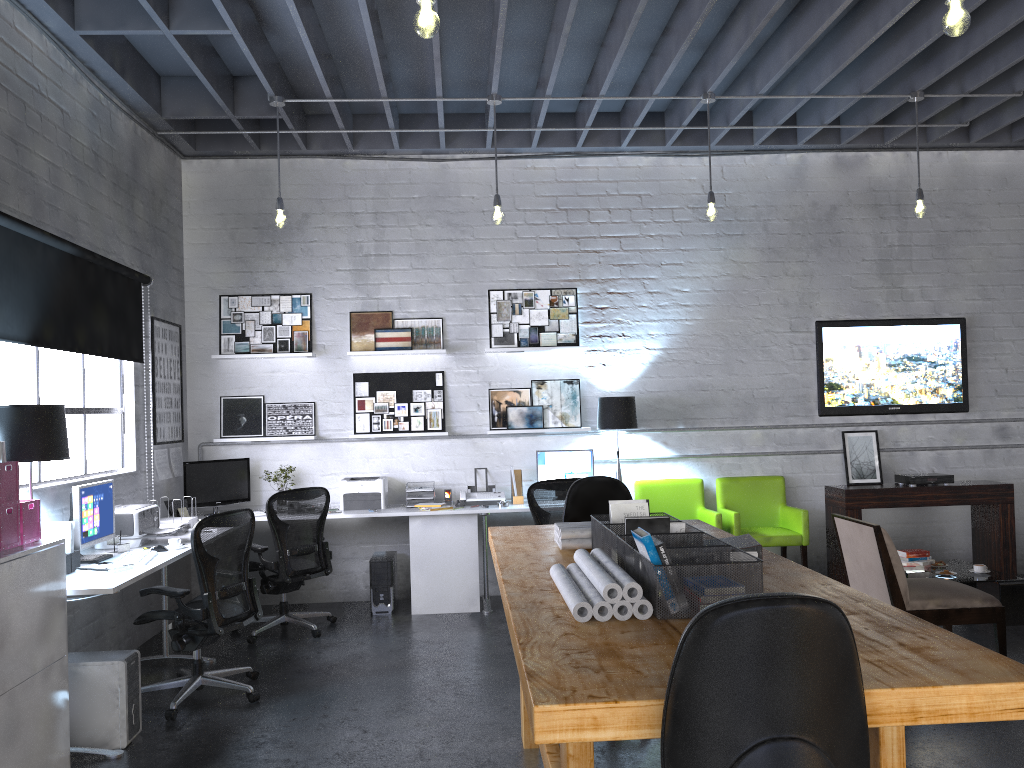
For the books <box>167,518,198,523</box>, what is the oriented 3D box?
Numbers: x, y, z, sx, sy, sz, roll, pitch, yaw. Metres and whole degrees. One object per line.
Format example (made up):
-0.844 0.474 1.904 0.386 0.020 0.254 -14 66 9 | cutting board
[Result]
-2.361 0.949 6.144 0.297 0.006 0.210 -2 -2 -1 | books

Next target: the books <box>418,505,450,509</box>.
-0.602 0.946 6.837 0.211 0.014 0.148 -1 -2 -29 | books

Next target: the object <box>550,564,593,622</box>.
0.180 0.651 2.806 0.057 0.058 0.635 -2 -2 -3 | object

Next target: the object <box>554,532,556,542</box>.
0.451 0.675 3.980 0.519 0.047 0.047 -2 -1 -3 | object

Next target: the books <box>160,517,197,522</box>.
-2.363 0.939 6.149 0.297 0.006 0.210 -2 -2 -3 | books

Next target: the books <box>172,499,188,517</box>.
-2.419 0.910 6.464 0.017 0.121 0.184 -2 -1 11 | books

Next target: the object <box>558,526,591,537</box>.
0.459 0.630 3.819 0.519 0.047 0.046 -2 -1 -3 | object

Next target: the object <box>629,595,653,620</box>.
0.351 0.647 2.816 0.058 0.057 0.635 -2 -2 -3 | object

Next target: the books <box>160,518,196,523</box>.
-2.363 0.944 6.144 0.297 0.006 0.210 -2 -2 -4 | books

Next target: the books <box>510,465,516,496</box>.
0.012 0.810 7.172 0.036 0.296 0.210 -2 -1 -3 | books

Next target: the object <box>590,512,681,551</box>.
0.495 0.616 3.565 0.316 0.156 0.306 -2 -2 -3 | object

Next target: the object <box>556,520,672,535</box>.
0.454 0.633 3.911 0.519 0.047 0.046 -2 -1 -3 | object

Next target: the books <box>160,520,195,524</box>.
-2.363 0.955 6.144 0.297 0.006 0.210 -2 -2 -3 | books

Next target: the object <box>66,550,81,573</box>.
-2.297 0.838 4.450 0.209 0.207 0.104 -2 -1 -4 | object

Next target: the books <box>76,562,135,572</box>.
-2.008 0.903 4.384 0.212 0.010 0.170 -2 -2 23 | books

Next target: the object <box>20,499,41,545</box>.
-2.174 0.595 3.814 0.214 0.177 0.161 -2 -1 -3 | object

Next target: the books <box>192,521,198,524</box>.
-2.362 0.970 6.149 0.297 0.006 0.210 -2 -2 -3 | books

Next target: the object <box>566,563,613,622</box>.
0.237 0.650 2.810 0.058 0.057 0.635 -2 -2 -3 | object

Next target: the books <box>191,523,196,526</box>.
-2.363 0.981 6.145 0.297 0.006 0.210 -2 -2 -4 | books

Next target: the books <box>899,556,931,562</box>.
2.937 1.273 6.500 0.208 0.024 0.144 -1 -2 -18 | books

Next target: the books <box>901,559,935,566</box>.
2.948 1.297 6.496 0.161 0.026 0.223 0 -2 -34 | books

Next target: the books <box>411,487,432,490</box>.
-0.739 0.842 7.160 0.134 0.008 0.203 -1 -2 -20 | books

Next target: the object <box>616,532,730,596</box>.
0.531 0.596 2.951 0.316 0.156 0.306 -2 -2 -3 | object

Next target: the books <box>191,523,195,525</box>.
-2.362 0.975 6.144 0.297 0.006 0.210 -1 -2 -5 | books

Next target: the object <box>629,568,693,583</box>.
0.527 0.630 2.948 0.234 0.022 0.185 -1 -2 -10 | object

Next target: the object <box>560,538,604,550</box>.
0.464 0.668 3.748 0.519 0.047 0.047 -2 -1 -3 | object

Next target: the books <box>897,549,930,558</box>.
2.935 1.240 6.493 0.185 0.041 0.129 -1 -2 -9 | books

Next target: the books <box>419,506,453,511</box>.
-0.585 0.960 6.850 0.211 0.014 0.148 0 -2 -39 | books

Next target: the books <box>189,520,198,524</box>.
-2.362 0.965 6.149 0.297 0.006 0.210 -2 -2 -3 | books

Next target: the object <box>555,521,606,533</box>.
0.451 0.634 3.958 0.519 0.047 0.046 -2 -1 -3 | object

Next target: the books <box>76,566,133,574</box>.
-2.012 0.914 4.380 0.209 0.012 0.158 -2 -2 20 | books

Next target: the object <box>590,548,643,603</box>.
0.321 0.598 2.815 0.057 0.057 0.635 -2 -2 -3 | object

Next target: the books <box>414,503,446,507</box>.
-0.628 0.933 6.833 0.211 0.014 0.148 -2 -2 11 | books

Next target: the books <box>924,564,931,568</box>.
2.922 1.326 6.499 0.223 0.032 0.161 -1 -2 -23 | books

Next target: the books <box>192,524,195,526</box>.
-2.363 0.986 6.145 0.297 0.006 0.210 -2 -2 -4 | books

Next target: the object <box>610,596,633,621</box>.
0.293 0.648 2.813 0.057 0.058 0.635 -2 -2 -3 | object

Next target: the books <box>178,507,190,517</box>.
-2.395 0.941 6.469 0.037 0.076 0.102 -2 -1 11 | books

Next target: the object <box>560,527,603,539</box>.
0.462 0.628 3.763 0.519 0.047 0.046 -1 -1 -5 | object

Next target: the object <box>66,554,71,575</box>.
-2.288 0.834 4.335 0.209 0.207 0.104 -2 -1 -3 | object

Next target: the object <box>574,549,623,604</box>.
0.265 0.600 2.812 0.057 0.057 0.635 -2 -2 -3 | object

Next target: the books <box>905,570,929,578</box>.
2.753 1.315 6.181 0.174 0.045 0.240 -1 -2 -14 | books

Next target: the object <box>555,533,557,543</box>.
0.453 0.674 3.934 0.519 0.047 0.047 -2 -1 -3 | object

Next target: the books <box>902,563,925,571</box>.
2.742 1.279 6.204 0.223 0.027 0.161 -2 -2 6 | books

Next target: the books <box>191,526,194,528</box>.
-2.356 0.991 6.146 0.297 0.006 0.210 -2 -2 -2 | books

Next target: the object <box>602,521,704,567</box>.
0.513 0.606 3.258 0.316 0.156 0.306 -2 -2 -3 | object

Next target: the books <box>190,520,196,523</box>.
-2.365 0.960 6.144 0.297 0.006 0.210 -1 -2 -4 | books

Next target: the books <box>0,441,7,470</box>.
-2.166 0.366 3.622 0.192 0.267 0.060 -2 -1 -4 | books

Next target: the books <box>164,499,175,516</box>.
-2.486 0.905 6.492 0.052 0.109 0.133 -2 -1 11 | books

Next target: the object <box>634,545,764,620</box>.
0.549 0.586 2.644 0.316 0.156 0.306 -2 -2 -3 | object

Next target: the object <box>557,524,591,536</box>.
0.456 0.631 3.865 0.519 0.047 0.046 -2 -1 -3 | object

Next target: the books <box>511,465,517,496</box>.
0.020 0.810 7.177 0.043 0.296 0.210 -2 -1 -3 | books
